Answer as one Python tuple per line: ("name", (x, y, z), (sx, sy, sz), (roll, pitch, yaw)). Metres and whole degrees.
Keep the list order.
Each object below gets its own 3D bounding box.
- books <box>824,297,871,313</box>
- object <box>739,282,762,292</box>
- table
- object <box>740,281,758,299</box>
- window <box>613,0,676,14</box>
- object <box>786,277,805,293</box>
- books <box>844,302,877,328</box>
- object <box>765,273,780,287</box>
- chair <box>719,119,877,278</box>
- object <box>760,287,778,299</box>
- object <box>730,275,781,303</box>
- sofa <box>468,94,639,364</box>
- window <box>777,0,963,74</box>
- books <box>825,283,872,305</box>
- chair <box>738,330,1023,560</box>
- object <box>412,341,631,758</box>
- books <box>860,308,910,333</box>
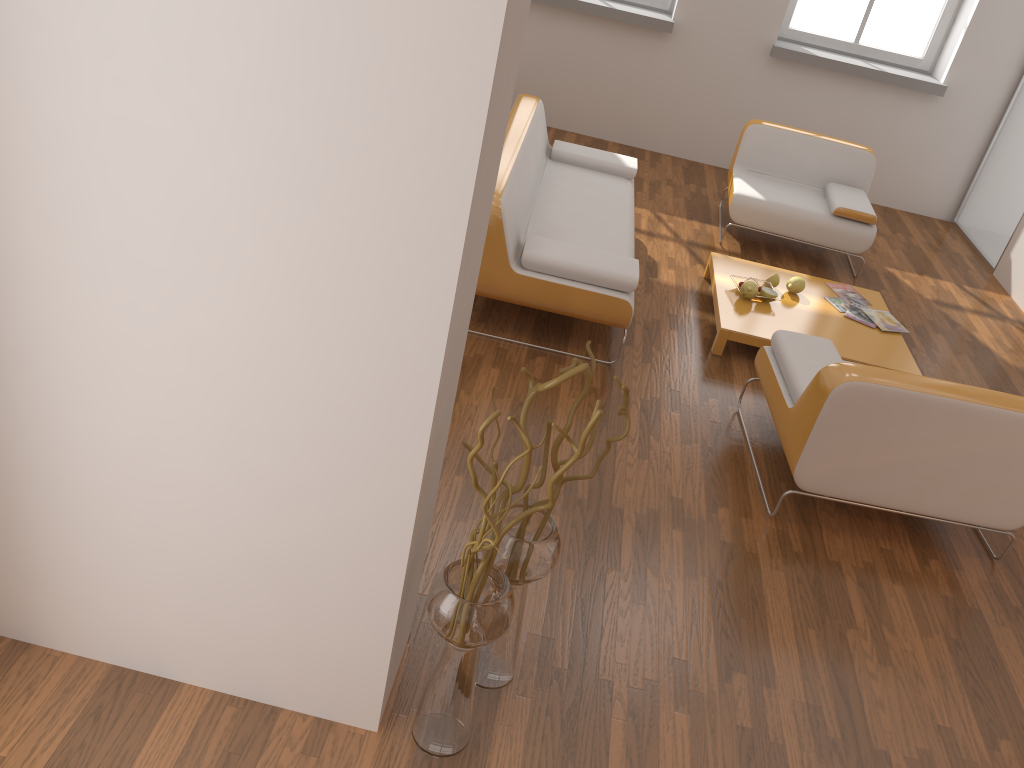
("books", (1.855, -0.432, 4.870), (0.249, 0.004, 0.171), (0, 33, -20))
("object", (1.277, -0.513, 4.739), (0.134, 0.037, 0.061), (18, 31, 8))
("table", (1.559, -0.341, 4.764), (1.000, 0.150, 1.000), (14, 31, 1))
("object", (1.245, -0.494, 4.649), (0.102, 0.095, 0.101), (-3, 35, -24))
("window", (0.812, -3.828, 6.670), (1.308, 1.737, 0.142), (14, 31, 1))
("object", (1.553, -0.541, 4.851), (0.105, 0.091, 0.103), (11, 31, -3))
("books", (1.899, -0.373, 4.783), (0.171, 0.004, 0.249), (26, 34, 21))
("object", (1.426, -0.570, 4.854), (0.080, 0.087, 0.094), (29, 35, 25))
("chair", (1.904, -1.252, 5.866), (0.923, 0.661, 0.825), (15, 31, 4))
("object", (1.353, -0.467, 4.685), (0.091, 0.065, 0.092), (-8, 37, -31))
("object", (1.287, -0.493, 4.717), (0.227, 0.048, 0.227), (8, 31, -8))
("sofa", (0.271, -0.948, 4.775), (0.825, 0.661, 2.010), (13, 31, 0))
("window", (2.857, -3.326, 6.616), (1.308, 1.737, 0.142), (14, 31, 1))
("books", (1.897, -0.512, 5.014), (0.171, 0.004, 0.249), (3, 32, -15))
("chair", (1.497, 0.119, 3.502), (0.923, 0.661, 0.825), (11, 31, -3))
("object", (-0.045, 0.428, 2.004), (0.284, 1.112, 0.655), (25, 33, 19))
("books", (2.001, -0.341, 4.761), (0.171, 0.004, 0.249), (5, 32, -13))
